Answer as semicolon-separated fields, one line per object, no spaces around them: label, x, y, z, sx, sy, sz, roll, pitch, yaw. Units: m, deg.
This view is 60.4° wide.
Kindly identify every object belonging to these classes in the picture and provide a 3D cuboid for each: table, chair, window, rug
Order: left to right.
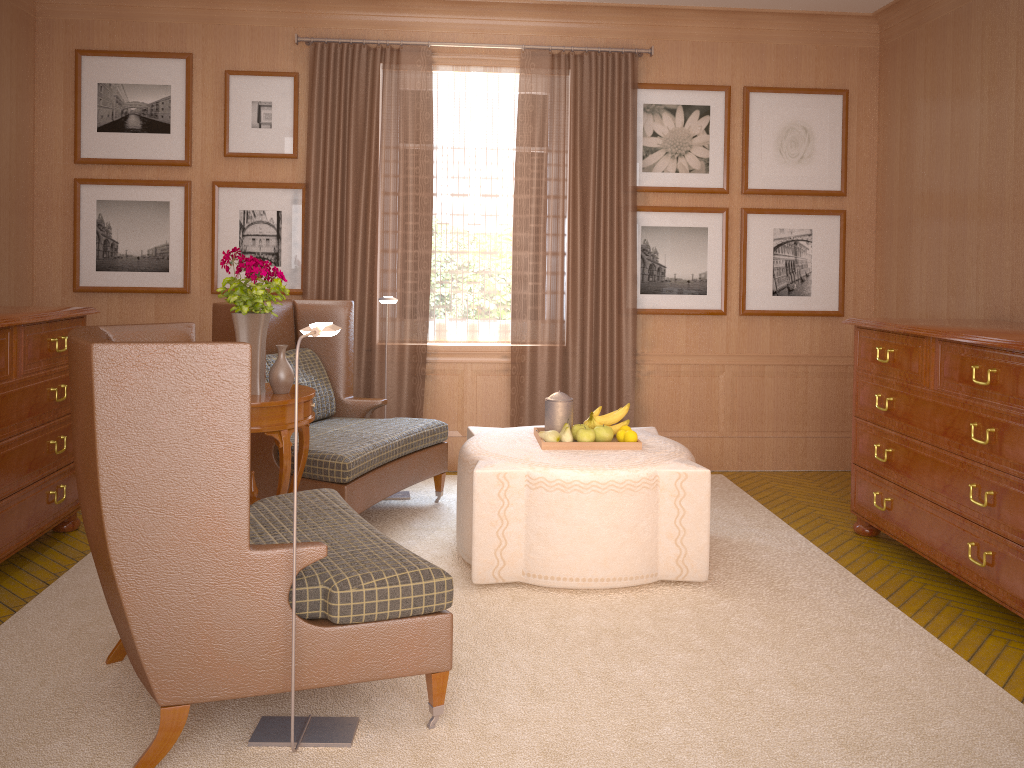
chair;-1.497;0.688;4.859;1.721;1.969;1.921;-1;5;-29
table;-1.958;0.746;6.609;0.925;1.369;1.044;1;3;3
chair;-1.758;0.242;8.122;1.722;1.969;1.919;2;4;21
rug;-0.289;1.567;5.873;5.992;0.020;8.023;0;8;-4
window;-0.461;-2.112;10.408;2.433;3.373;0.849;1;1;-4

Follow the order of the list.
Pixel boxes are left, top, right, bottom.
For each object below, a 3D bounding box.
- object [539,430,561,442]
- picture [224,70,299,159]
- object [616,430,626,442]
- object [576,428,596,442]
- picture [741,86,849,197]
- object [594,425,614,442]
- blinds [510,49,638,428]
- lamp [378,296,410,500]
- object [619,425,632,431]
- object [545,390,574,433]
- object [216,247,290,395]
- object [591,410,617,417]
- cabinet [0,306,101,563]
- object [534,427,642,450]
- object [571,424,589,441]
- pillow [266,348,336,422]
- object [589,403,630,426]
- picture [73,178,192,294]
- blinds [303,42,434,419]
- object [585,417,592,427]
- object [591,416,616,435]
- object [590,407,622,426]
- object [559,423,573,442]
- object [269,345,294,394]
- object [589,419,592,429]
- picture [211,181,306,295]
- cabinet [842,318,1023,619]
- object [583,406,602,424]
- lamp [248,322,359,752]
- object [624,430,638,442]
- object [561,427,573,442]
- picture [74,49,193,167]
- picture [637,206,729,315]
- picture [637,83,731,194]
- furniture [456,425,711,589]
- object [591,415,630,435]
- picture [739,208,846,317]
object;0.296;0.432;7.032;0.194;0.128;0.134;2;5;15
picture;-2.787;-2.996;9.795;0.804;0.956;0.048;1;1;-4
object;0.906;0.430;7.170;0.111;0.110;0.134;1;5;-1
object;0.591;0.423;7.052;0.155;0.134;0.160;1;5;0
picture;3.299;-2.821;10.255;1.249;1.247;0.048;1;1;-4
object;0.737;0.411;7.124;0.170;0.147;0.173;5;6;42
blinds;0.714;-1.371;9.976;1.447;4.781;0.267;1;1;-6
lamp;-1.218;0.134;8.789;0.564;2.023;0.631;0;2;-42
object;0.943;0.410;7.322;0.114;0.133;0.107;4;5;42
object;0.392;0.249;7.331;0.234;0.391;0.235;-1;3;-38
object;-1.921;-0.479;6.570;0.525;1.087;0.457;1;2;-6
object;0.771;0.272;7.443;0.091;0.128;0.409;4;7;44
cabinet;-4.295;0.466;6.457;1.416;1.935;2.788;1;5;-4
object;0.609;0.448;7.275;0.800;0.059;0.644;0;8;-4
object;0.563;0.400;7.220;0.155;0.134;0.160;1;5;0
pillow;-2.162;0.053;8.278;0.539;0.705;1.080;2;6;21
object;0.830;0.258;7.347;0.404;0.169;0.071;-3;3;-28
picture;-4.186;-1.630;9.711;1.249;1.247;0.048;1;1;-4
blinds;-1.603;-1.378;9.800;1.428;4.791;0.267;1;1;-3
object;0.652;0.339;7.441;0.071;0.185;0.395;1;6;10
object;0.794;0.344;7.378;0.386;0.199;0.062;-4;4;-39
object;0.781;0.296;7.396;0.377;0.171;0.065;-4;4;-38
object;0.433;0.409;7.127;0.130;0.196;0.130;3;3;31
object;-1.723;-0.111;6.581;0.186;0.357;0.186;2;3;29
object;0.716;0.342;7.433;0.062;0.181;0.396;2;6;25
picture;-2.808;-1.622;9.814;1.049;1.247;0.048;1;1;-4
cabinet;3.803;0.554;6.731;1.416;1.935;2.788;1;5;-4
object;0.668;0.288;7.439;0.104;0.158;0.378;2;7;19
lamp;-1.054;0.722;4.449;0.563;2.028;0.631;0;2;-34
object;0.956;0.437;7.088;0.114;0.133;0.107;4;5;42
object;0.437;0.411;7.009;0.098;0.148;0.098;3;3;31
picture;-4.165;-3.034;9.692;1.249;1.247;0.048;1;1;-4
picture;1.876;-1.424;10.168;1.249;1.247;0.048;1;1;-4
picture;1.898;-2.829;10.149;1.249;1.247;0.048;1;1;-4
furniture;0.521;0.927;7.273;1.949;0.897;1.966;0;7;-7
object;0.832;0.337;7.336;0.397;0.172;0.073;-3;3;-28
picture;3.278;-1.417;10.273;1.249;1.247;0.048;1;1;-4
